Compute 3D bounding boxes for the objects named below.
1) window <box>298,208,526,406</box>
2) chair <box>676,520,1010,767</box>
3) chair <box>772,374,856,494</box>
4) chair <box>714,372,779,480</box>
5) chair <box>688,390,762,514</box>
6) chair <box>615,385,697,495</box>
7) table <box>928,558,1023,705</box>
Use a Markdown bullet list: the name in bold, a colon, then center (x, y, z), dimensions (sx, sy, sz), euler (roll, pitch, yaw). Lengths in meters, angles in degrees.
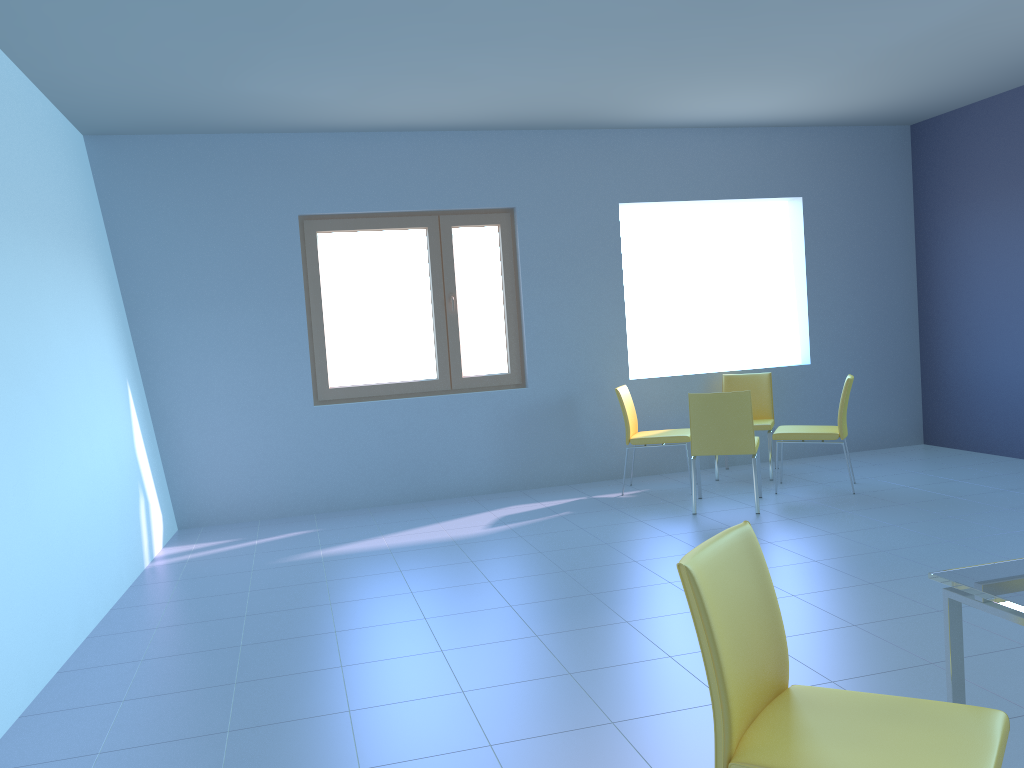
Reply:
- **window**: center (-0.658, -0.542, 6.074), dimensions (1.475, 1.263, 0.142), euler (-5, 3, -14)
- **chair**: center (0.584, 0.633, 1.564), dimensions (0.484, 0.695, 0.387), euler (-2, 4, 34)
- **chair**: center (1.903, 0.308, 5.565), dimensions (0.484, 0.699, 0.387), euler (-3, 4, 22)
- **chair**: center (1.641, 0.286, 6.228), dimensions (0.387, 0.695, 0.484), euler (-3, 4, 22)
- **chair**: center (1.252, 0.372, 5.222), dimensions (0.387, 0.695, 0.484), euler (-3, 4, 17)
- **chair**: center (0.956, 0.353, 5.890), dimensions (0.484, 0.695, 0.387), euler (-3, 4, 17)
- **table**: center (1.331, 0.656, 1.277), dimensions (0.730, 0.590, 1.173), euler (-5, 3, -14)
